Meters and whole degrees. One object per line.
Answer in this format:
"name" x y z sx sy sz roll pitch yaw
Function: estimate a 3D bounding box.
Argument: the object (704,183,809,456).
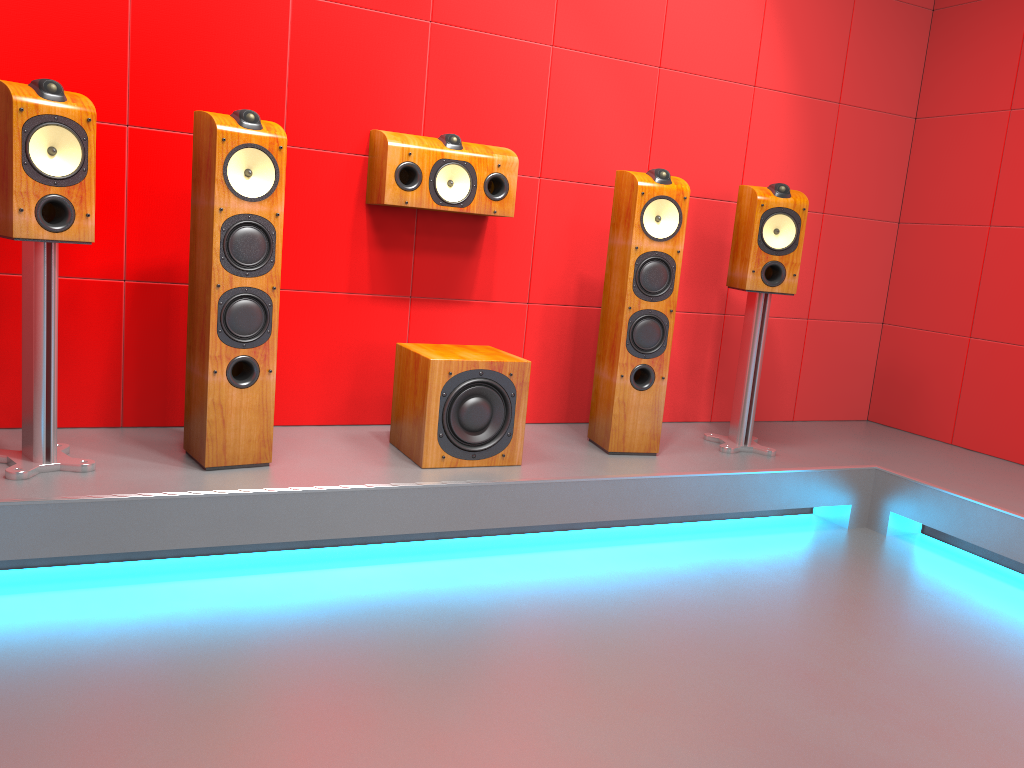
"object" 0.977 -0.262 3.547 0.231 1.058 0.265 4 10 -6

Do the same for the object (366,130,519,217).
"object" -0.250 -0.766 3.215 0.493 0.271 0.235 1 11 -26

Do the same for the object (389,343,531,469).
"object" -0.185 0.067 3.057 0.360 0.360 0.360 1 11 -26

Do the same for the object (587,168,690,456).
"object" 0.472 -0.269 3.329 0.203 1.052 0.238 3 10 -16

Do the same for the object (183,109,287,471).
"object" -0.838 -0.281 2.673 0.203 1.052 0.238 -2 12 -36

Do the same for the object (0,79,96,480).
"object" -1.303 -0.290 2.448 0.265 1.058 0.231 14 13 43
